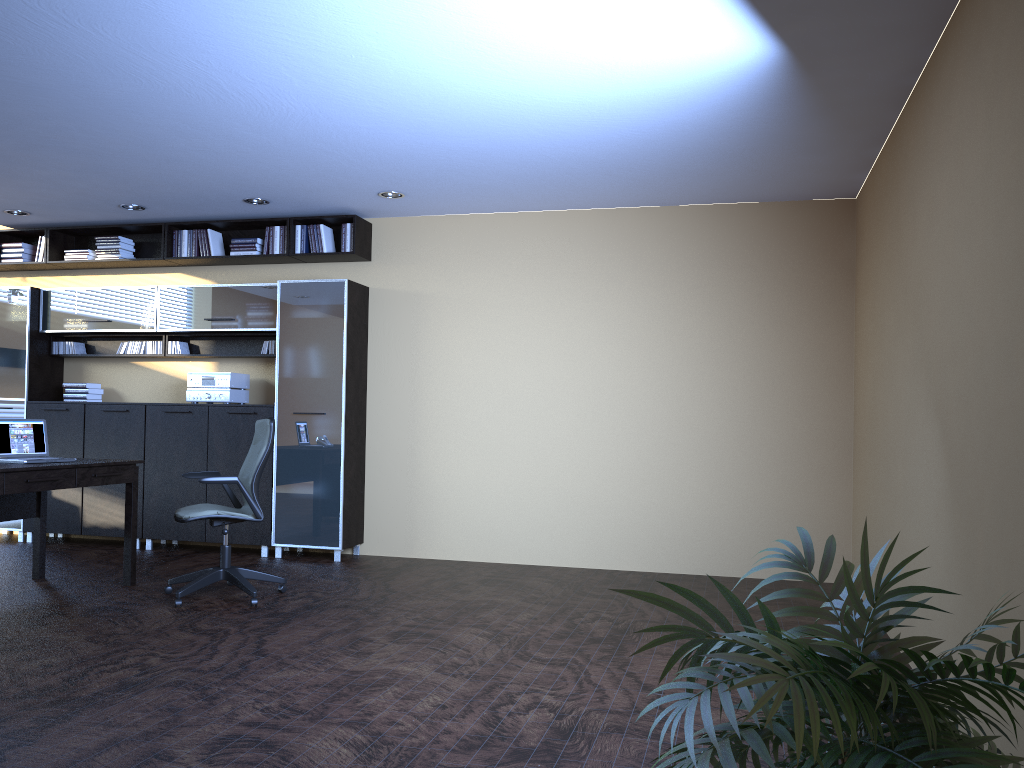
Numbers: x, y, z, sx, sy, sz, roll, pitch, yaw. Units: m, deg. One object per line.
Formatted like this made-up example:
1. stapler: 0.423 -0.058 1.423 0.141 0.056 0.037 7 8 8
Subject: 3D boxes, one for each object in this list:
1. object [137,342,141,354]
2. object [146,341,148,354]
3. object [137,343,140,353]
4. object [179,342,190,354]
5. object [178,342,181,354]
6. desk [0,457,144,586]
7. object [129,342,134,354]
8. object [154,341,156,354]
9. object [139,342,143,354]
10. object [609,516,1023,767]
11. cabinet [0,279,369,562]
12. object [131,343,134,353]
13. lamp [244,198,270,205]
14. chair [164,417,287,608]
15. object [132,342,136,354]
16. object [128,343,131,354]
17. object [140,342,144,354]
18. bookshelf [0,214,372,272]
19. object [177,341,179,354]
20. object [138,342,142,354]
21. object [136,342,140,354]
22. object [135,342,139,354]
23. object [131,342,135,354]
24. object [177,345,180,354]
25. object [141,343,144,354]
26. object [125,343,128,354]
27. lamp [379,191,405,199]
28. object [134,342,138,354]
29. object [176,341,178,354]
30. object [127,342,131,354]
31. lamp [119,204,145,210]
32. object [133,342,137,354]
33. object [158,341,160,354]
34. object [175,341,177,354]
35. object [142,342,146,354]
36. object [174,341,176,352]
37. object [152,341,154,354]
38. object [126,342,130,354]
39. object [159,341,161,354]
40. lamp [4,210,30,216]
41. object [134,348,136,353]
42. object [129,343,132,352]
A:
1. object: -3.485 -0.336 8.396 0.040 0.118 0.142 1 -2 14
2. object: -3.403 -0.336 8.367 0.009 0.120 0.142 1 -2 14
3. object: -3.496 -0.337 8.395 0.040 0.118 0.142 1 -2 14
4. object: -3.065 -0.332 8.287 0.040 0.118 0.142 1 -2 14
5. object: -3.065 -0.332 8.285 0.036 0.116 0.140 1 -2 14
6. desk: -3.306 0.946 5.547 0.914 0.890 1.896 1 -2 14
7. object: -3.565 -0.337 8.408 0.040 0.118 0.142 1 -2 14
8. object: -3.315 -0.335 8.344 0.009 0.120 0.142 1 -2 14
9. object: -3.466 -0.336 8.388 0.040 0.118 0.142 1 -2 14
10. object: 0.523 0.811 1.346 0.669 1.236 0.763 0 -2 37
11. cabinet: -3.245 0.302 8.191 3.876 2.398 0.491 1 -1 14
12. object: -3.554 -0.337 8.410 0.036 0.116 0.140 1 -2 14
13. lamp: -2.134 -1.573 7.419 0.209 0.096 0.208 1 -2 8
14. chair: -1.899 0.829 6.008 0.769 1.215 0.832 2 -2 -29
15. object: -3.534 -0.337 8.406 0.040 0.118 0.142 1 -2 14
16. object: -3.584 -0.337 8.414 0.036 0.116 0.140 1 -2 14
17. object: -3.457 -0.336 8.385 0.040 0.118 0.142 1 -2 14
18. bookshelf: -3.788 -1.300 8.428 5.124 0.340 0.362 0 -2 14
19. object: -3.079 -0.333 8.288 0.026 0.117 0.140 1 -2 15
20. object: -3.477 -0.337 8.387 0.040 0.118 0.142 1 -2 14
21. object: -3.496 -0.337 8.390 0.036 0.116 0.140 1 -2 14
22. object: -3.507 -0.337 8.391 0.040 0.118 0.142 1 -2 14
23. object: -3.545 -0.337 8.406 0.040 0.118 0.142 1 -2 14
24. object: -3.079 -0.333 8.291 0.030 0.120 0.142 1 -2 14
25. object: -3.447 -0.336 8.378 0.036 0.116 0.140 1 -2 14
26. object: -3.614 -0.338 8.421 0.040 0.118 0.142 1 -2 14
27. lamp: -0.965 -1.564 7.122 0.209 0.096 0.208 0 -3 32
28. object: -3.515 -0.337 8.397 0.036 0.116 0.140 1 -2 14
29. object: -3.090 -0.333 8.290 0.030 0.120 0.142 1 -2 14
30. object: -3.593 -0.337 8.420 0.036 0.116 0.140 1 -2 14
31. lamp: -3.302 -1.583 7.716 0.209 0.096 0.208 1 -2 8
32. object: -3.526 -0.337 8.397 0.036 0.116 0.140 1 -2 14
33. object: -3.276 -0.335 8.335 0.009 0.120 0.142 1 -2 14
34. object: -3.100 -0.333 8.292 0.030 0.120 0.142 1 -2 14
35. object: -3.437 -0.336 8.378 0.040 0.118 0.142 1 -2 14
36. object: -3.109 -0.333 8.297 0.026 0.117 0.140 1 -2 14
37. object: -3.335 -0.336 8.348 0.009 0.120 0.142 1 -2 14
38. object: -3.604 -0.338 8.419 0.040 0.118 0.142 1 -2 14
39. object: -3.266 -0.335 8.333 0.009 0.120 0.142 1 -2 14
40. lamp: -4.471 -1.592 8.013 0.209 0.096 0.208 0 -3 32
41. object: -3.515 -0.337 8.400 0.040 0.118 0.142 1 -2 14
42. object: -3.573 -0.337 8.414 0.036 0.116 0.140 1 -2 15
